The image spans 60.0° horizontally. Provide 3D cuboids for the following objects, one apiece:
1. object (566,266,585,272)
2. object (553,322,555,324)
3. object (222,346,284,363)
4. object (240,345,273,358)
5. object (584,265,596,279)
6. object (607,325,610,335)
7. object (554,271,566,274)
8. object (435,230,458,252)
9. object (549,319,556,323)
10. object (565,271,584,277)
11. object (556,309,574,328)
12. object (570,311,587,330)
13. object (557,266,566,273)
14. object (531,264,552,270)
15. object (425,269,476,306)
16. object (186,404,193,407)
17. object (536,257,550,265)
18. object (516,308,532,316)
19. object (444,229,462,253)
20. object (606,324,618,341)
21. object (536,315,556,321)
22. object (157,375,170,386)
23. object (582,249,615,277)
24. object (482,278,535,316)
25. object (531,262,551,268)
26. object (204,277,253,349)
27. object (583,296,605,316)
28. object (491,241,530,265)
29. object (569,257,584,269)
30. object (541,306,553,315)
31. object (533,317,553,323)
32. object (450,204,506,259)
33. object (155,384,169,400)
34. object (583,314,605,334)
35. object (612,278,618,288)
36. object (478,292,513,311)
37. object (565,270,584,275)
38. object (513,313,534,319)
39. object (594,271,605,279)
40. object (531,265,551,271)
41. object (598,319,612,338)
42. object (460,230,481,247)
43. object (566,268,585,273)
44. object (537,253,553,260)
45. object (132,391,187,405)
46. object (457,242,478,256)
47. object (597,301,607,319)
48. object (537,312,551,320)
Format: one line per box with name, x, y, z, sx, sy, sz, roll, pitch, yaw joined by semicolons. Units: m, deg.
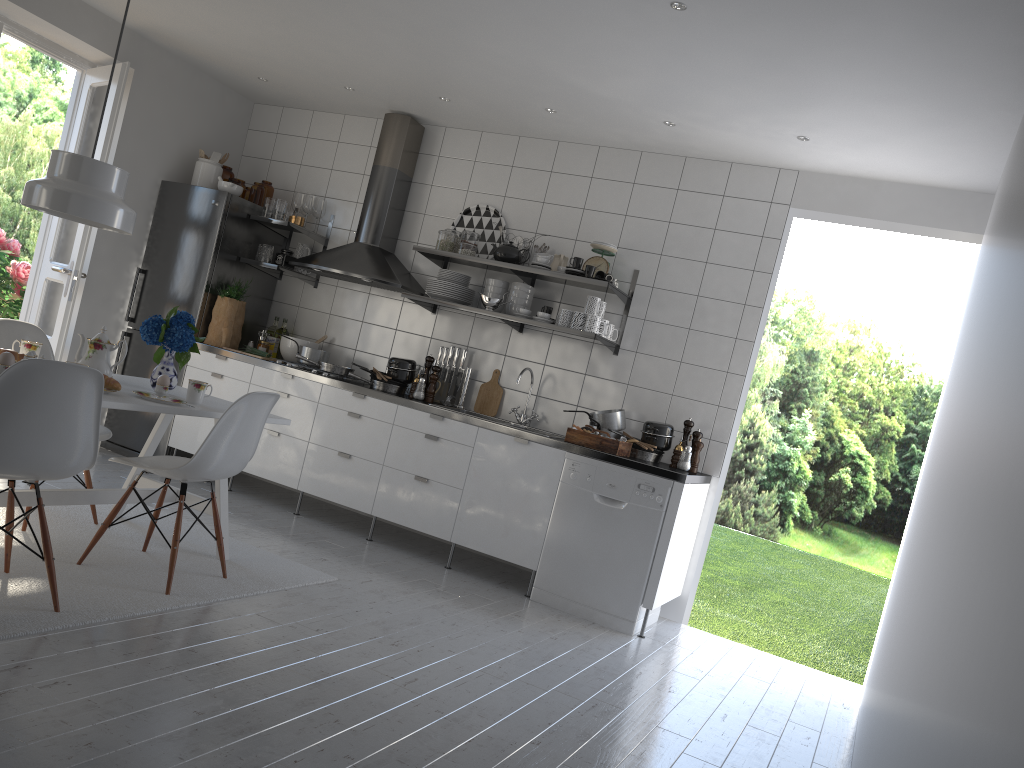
object;0.357;-0.632;4.954;0.121;0.023;0.120;14;0;-26
object;0.192;-0.359;5.153;0.121;0.021;0.120;14;0;-32
object;-1.642;-0.184;5.621;0.329;0.012;0.221;14;0;24
object;-1.642;-0.209;5.620;0.275;0.053;0.142;14;0;39
object;0.429;-0.614;4.891;0.055;0.077;0.070;14;1;-13
object;0.500;-0.312;5.059;0.083;0.100;0.108;13;1;-32
object;0.289;-0.619;5.065;0.120;0.021;0.121;14;0;28
object;-0.397;-0.848;5.327;0.121;0.130;0.121;14;1;10
object;0.195;-0.368;5.151;0.121;0.023;0.121;14;0;-5
object;0.352;-0.604;4.954;0.121;0.021;0.121;14;0;1
object;0.298;-0.363;4.968;0.083;0.100;0.108;14;1;-7
object;0.382;-0.342;4.913;0.108;0.100;0.083;14;1;13
object;0.293;-0.640;5.063;0.079;0.048;0.083;14;0;36
object;0.166;-0.660;5.053;0.120;0.021;0.121;14;0;28
object;-0.368;-0.578;5.370;0.305;0.195;0.302;14;1;28
object;-1.316;0.071;3.519;0.139;0.011;0.032;14;0;27
object;0.171;-0.691;5.052;0.079;0.050;0.082;14;0;-3
object;0.068;-0.402;5.063;0.079;0.048;0.083;14;0;16
object;-0.380;-0.864;5.488;0.121;0.171;0.122;15;2;43
object;0.559;-0.297;5.141;0.108;0.100;0.083;14;1;13
object;0.195;-0.377;5.154;0.121;0.023;0.121;14;0;4
object;-1.345;-0.005;3.418;0.048;0.063;0.048;15;1;28
object;0.498;-0.663;5.112;0.158;0.209;0.186;15;1;24
object;-0.030;-0.505;5.297;0.308;0.217;0.150;14;1;21
object;0.165;-0.671;5.054;0.121;0.024;0.121;14;0;19
object;-1.820;-0.474;5.729;0.173;0.510;0.283;14;2;11
object;0.449;-0.428;4.887;0.083;0.100;0.108;13;1;-32
object;-0.015;-0.758;5.157;0.178;0.142;0.199;14;1;-25
object;0.360;-0.667;4.957;0.070;0.078;0.056;15;2;44
object;0.202;-0.412;5.159;0.055;0.078;0.070;14;1;-16
object;0.172;-0.354;4.990;0.120;0.021;0.121;14;0;28
object;-0.217;-0.937;5.564;0.393;0.394;0.053;14;2;24
object;-1.354;0.032;3.420;0.048;0.057;0.047;14;1;-26
object;0.456;-0.323;4.880;0.108;0.100;0.083;14;1;13
object;0.581;-0.570;5.047;0.065;0.067;0.053;15;1;24
object;-0.107;-0.482;5.158;0.209;0.135;0.102;14;1;6
object;0.354;-0.613;4.954;0.120;0.021;0.121;14;0;28
object;0.063;-0.382;5.065;0.121;0.021;0.121;14;0;21
object;0.492;-0.596;4.927;0.069;0.058;0.080;14;1;-3
object;0.163;-0.651;5.053;0.120;0.021;0.121;14;0;28
object;0.510;-0.310;4.977;0.108;0.100;0.083;14;1;9
object;-0.265;-0.835;5.381;0.121;0.171;0.122;15;2;43
object;0.357;-0.622;4.953;0.121;0.023;0.120;14;0;-35
object;0.178;-0.718;5.051;0.082;0.068;0.078;15;1;39
object;-1.360;0.057;3.420;0.200;0.016;0.201;14;0;29
object;-0.267;-0.789;5.257;0.121;0.079;0.121;14;0;10
object;0.486;-0.419;5.032;0.083;0.100;0.108;14;1;-7
object;0.176;-0.375;4.988;0.079;0.048;0.083;14;0;36
